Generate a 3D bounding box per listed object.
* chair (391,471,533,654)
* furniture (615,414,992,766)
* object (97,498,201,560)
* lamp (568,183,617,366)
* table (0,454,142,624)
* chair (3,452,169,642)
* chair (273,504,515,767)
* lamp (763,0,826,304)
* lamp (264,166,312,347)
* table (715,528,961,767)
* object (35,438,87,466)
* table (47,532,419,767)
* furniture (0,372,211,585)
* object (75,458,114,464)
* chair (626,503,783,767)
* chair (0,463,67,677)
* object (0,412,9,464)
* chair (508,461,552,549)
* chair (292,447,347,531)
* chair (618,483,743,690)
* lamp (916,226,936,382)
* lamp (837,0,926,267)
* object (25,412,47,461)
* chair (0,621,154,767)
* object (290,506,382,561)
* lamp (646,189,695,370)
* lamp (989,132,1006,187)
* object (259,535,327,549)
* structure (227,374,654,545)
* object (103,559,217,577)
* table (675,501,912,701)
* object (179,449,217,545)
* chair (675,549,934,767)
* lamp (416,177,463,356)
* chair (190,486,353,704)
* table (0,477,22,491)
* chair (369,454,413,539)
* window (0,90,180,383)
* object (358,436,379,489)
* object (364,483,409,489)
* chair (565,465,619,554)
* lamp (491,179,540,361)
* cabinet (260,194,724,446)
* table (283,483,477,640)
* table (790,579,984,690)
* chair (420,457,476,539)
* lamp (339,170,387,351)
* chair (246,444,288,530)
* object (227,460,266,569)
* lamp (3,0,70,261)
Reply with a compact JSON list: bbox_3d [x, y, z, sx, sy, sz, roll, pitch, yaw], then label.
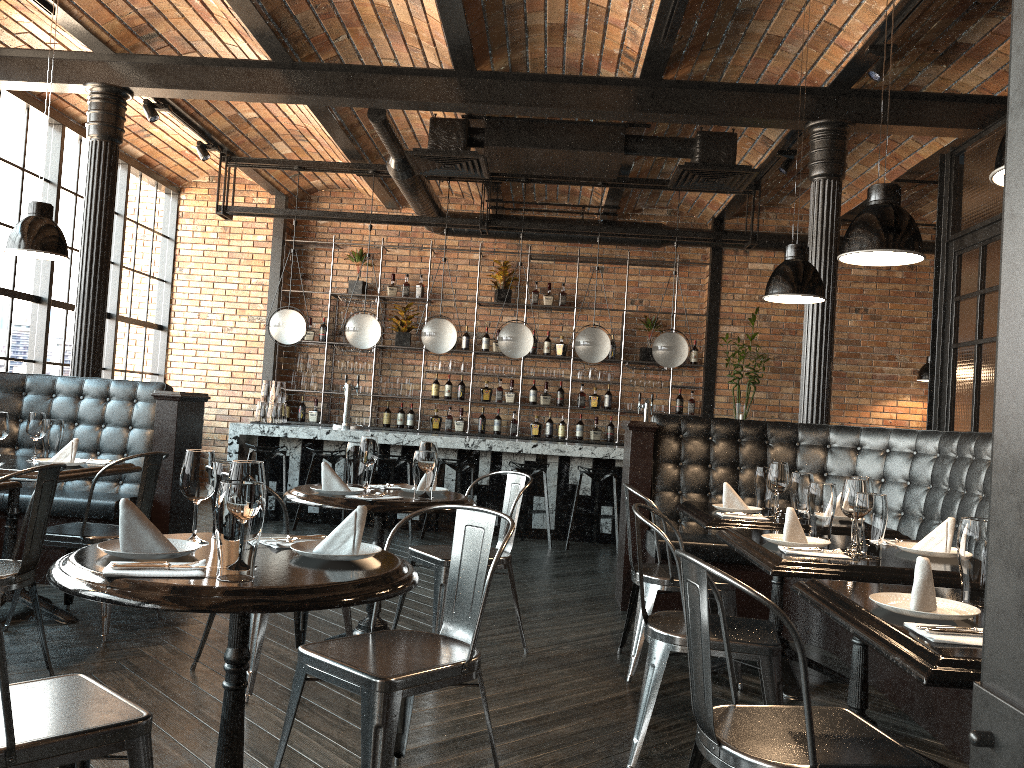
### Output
[{"bbox_3d":[-0.223,0.855,4.372,0.558,0.857,0.504,5,-2,-33],"label":"chair"},{"bbox_3d":[1.565,0.750,3.079,1.979,1.212,5.451,4,-2,2],"label":"furniture"},{"bbox_3d":[-0.870,0.346,2.139,0.232,0.139,0.232,4,-2,-1],"label":"object"},{"bbox_3d":[0.809,-1.049,8.439,0.340,1.754,0.340,5,-3,-42],"label":"lamp"},{"bbox_3d":[-2.456,0.761,4.342,0.872,0.758,0.872,4,-2,2],"label":"table"},{"bbox_3d":[-2.012,0.738,4.294,0.558,0.857,0.504,3,-2,7],"label":"chair"},{"bbox_3d":[-0.314,0.788,2.536,0.504,0.857,0.558,2,-3,42],"label":"chair"},{"bbox_3d":[1.403,-1.226,4.273,0.291,1.653,0.291,5,-3,-43],"label":"lamp"},{"bbox_3d":[-2.114,-1.233,8.559,0.340,1.754,0.340,5,-3,-42],"label":"lamp"},{"bbox_3d":[1.206,0.954,3.073,0.872,0.758,0.872,4,-2,2],"label":"table"},{"bbox_3d":[-2.219,0.333,4.370,0.232,0.139,0.232,4,-2,-1],"label":"object"},{"bbox_3d":[-0.688,0.803,2.188,0.866,0.758,0.866,5,-2,-34],"label":"table"},{"bbox_3d":[-3.155,0.453,3.277,1.979,1.212,5.451,4,-2,2],"label":"furniture"},{"bbox_3d":[-2.202,0.398,4.625,0.255,0.019,0.157,4,-2,3],"label":"object"},{"bbox_3d":[0.677,0.870,3.088,0.558,0.857,0.504,3,-2,12],"label":"chair"},{"bbox_3d":[-1.995,0.704,3.250,0.558,0.857,0.504,4,-2,-3],"label":"chair"},{"bbox_3d":[-2.450,0.255,4.222,0.092,0.244,0.092,5,-2,-37],"label":"object"},{"bbox_3d":[0.126,1.055,7.896,0.475,0.737,0.414,4,-2,-3],"label":"chair"},{"bbox_3d":[-1.654,0.943,7.969,0.475,0.737,0.414,3,-2,7],"label":"chair"},{"bbox_3d":[0.778,0.913,4.166,0.558,0.857,0.504,4,-2,2],"label":"chair"},{"bbox_3d":[4.493,-0.856,9.422,0.291,1.653,0.291,4,-2,-23],"label":"lamp"},{"bbox_3d":[1.361,-1.266,3.172,0.291,1.653,0.291,5,-3,-43],"label":"lamp"},{"bbox_3d":[-2.407,0.266,4.482,0.092,0.244,0.092,5,-2,-37],"label":"object"},{"bbox_3d":[-1.058,0.717,1.846,0.504,0.857,0.558,2,-3,42],"label":"chair"},{"bbox_3d":[-0.450,0.378,2.287,0.232,0.139,0.232,5,-3,-43],"label":"object"},{"bbox_3d":[1.540,-1.003,8.409,0.340,1.754,0.340,5,-3,-42],"label":"lamp"},{"bbox_3d":[1.318,-1.305,2.071,0.291,1.653,0.291,5,-3,-43],"label":"lamp"},{"bbox_3d":[-0.602,0.427,2.431,0.255,0.019,0.157,5,-2,-37],"label":"object"},{"bbox_3d":[0.091,0.744,9.018,5.346,1.430,1.930,4,-2,2],"label":"structure"},{"bbox_3d":[-0.758,0.402,1.950,0.255,0.019,0.157,4,-2,-17],"label":"object"},{"bbox_3d":[1.249,0.994,4.175,0.872,0.758,0.872,4,-2,2],"label":"table"},{"bbox_3d":[-0.828,0.296,2.332,0.092,0.244,0.092,5,-2,-34],"label":"object"},{"bbox_3d":[0.647,0.833,2.039,0.558,0.857,0.504,4,-2,-8],"label":"chair"},{"bbox_3d":[-0.653,-1.141,8.499,0.340,1.754,0.340,5,-3,-42],"label":"lamp"},{"bbox_3d":[-0.972,0.784,3.678,0.558,0.857,0.504,5,-3,-43],"label":"chair"},{"bbox_3d":[-2.499,0.721,3.240,0.872,0.758,0.872,4,-2,2],"label":"table"},{"bbox_3d":[-1.092,0.978,7.946,0.475,0.737,0.414,4,-2,-3],"label":"chair"},{"bbox_3d":[-4.340,-0.934,2.136,0.168,3.253,16.179,4,-2,2],"label":"window"},{"bbox_3d":[-0.673,0.366,4.144,0.092,0.244,0.092,4,-2,2],"label":"object"},{"bbox_3d":[-0.587,0.490,4.272,0.255,0.019,0.157,5,-2,-37],"label":"object"},{"bbox_3d":[0.744,1.094,7.871,0.475,0.737,0.414,3,-2,7],"label":"chair"},{"bbox_3d":[0.078,-1.095,8.469,0.340,1.754,0.340,5,-3,-42],"label":"lamp"},{"bbox_3d":[-1.154,-0.410,10.249,7.075,3.779,0.564,4,-2,2],"label":"cabinet"},{"bbox_3d":[-0.617,0.868,4.021,0.866,0.758,0.866,5,-2,-34],"label":"table"},{"bbox_3d":[1.164,0.915,1.984,0.872,0.758,0.872,4,-2,2],"label":"table"},{"bbox_3d":[-0.513,1.015,7.922,0.475,0.737,0.414,3,-2,12],"label":"chair"},{"bbox_3d":[-1.383,-1.187,8.529,0.340,1.754,0.340,5,-3,-42],"label":"lamp"},{"bbox_3d":[-2.223,0.907,7.993,0.475,0.737,0.414,4,-2,-8],"label":"chair"},{"bbox_3d":[-0.618,0.300,2.046,0.092,0.244,0.092,4,-2,-1],"label":"object"},{"bbox_3d":[-2.302,-1.460,4.425,0.291,1.653,0.291,5,-3,-43],"label":"lamp"}]
